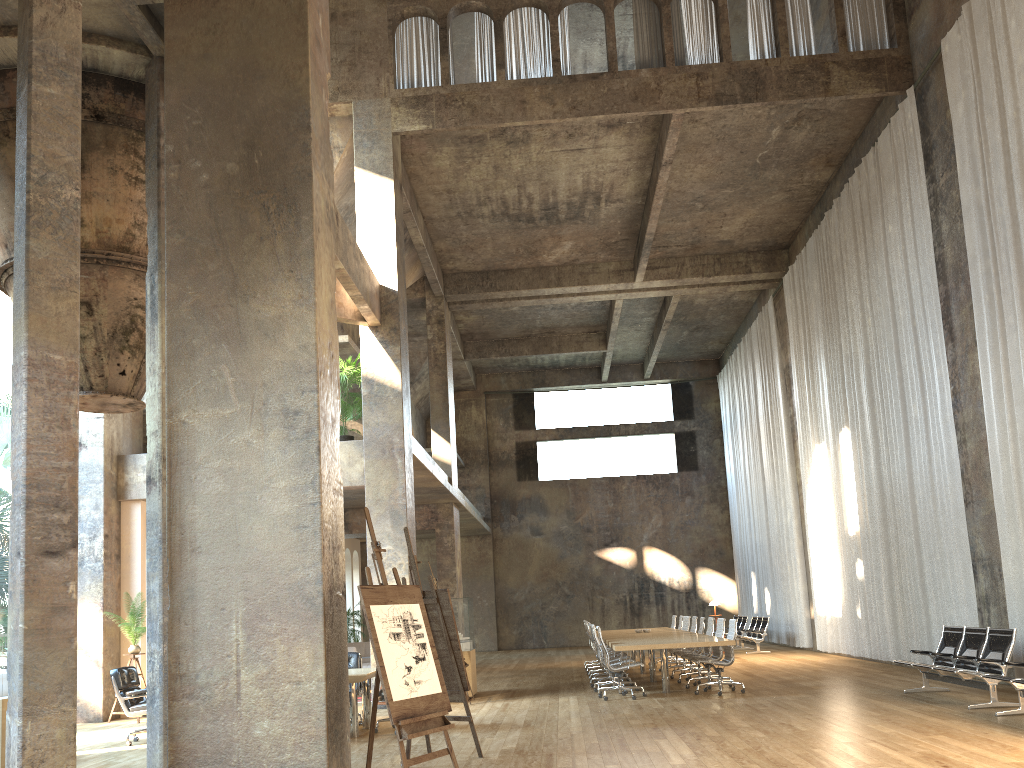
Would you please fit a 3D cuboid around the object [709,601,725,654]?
[{"bbox_3d":[4.531,5.552,19.853,0.576,1.272,0.664,-9,-10,35],"label":"object"}]

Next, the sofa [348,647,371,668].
[{"bbox_3d":[-3.705,5.634,17.406,2.064,0.707,2.994,-4,-14,3],"label":"sofa"}]

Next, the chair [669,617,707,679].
[{"bbox_3d":[3.050,4.554,15.174,0.700,1.005,0.678,-5,-10,11],"label":"chair"}]

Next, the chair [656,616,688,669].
[{"bbox_3d":[3.193,5.228,17.822,0.700,1.005,0.678,-5,-10,11],"label":"chair"}]

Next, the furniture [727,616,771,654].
[{"bbox_3d":[5.776,6.134,21.521,0.708,0.824,1.913,-3,-13,2],"label":"furniture"}]

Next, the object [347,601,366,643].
[{"bbox_3d":[-4.282,6.558,23.040,1.403,1.777,1.383,-5,-10,8],"label":"object"}]

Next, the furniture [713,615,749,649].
[{"bbox_3d":[5.911,6.736,23.889,0.708,0.824,1.913,-3,-13,2],"label":"furniture"}]

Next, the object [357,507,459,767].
[{"bbox_3d":[-0.793,1.900,6.157,0.689,2.105,0.709,-7,-9,28],"label":"object"}]

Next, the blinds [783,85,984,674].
[{"bbox_3d":[6.359,0.752,16.267,0.275,8.473,7.994,-3,-11,3],"label":"blinds"}]

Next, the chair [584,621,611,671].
[{"bbox_3d":[1.801,5.301,17.822,0.699,1.005,0.678,-4,-9,6],"label":"chair"}]

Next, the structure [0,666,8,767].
[{"bbox_3d":[-5.233,3.357,8.806,0.735,0.995,0.759,-4,-10,3],"label":"structure"}]

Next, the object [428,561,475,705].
[{"bbox_3d":[-0.963,3.694,13.096,0.685,2.105,0.714,-3,-8,2],"label":"object"}]

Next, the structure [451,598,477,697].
[{"bbox_3d":[-0.919,4.185,13.949,0.594,1.517,0.757,-3,-9,3],"label":"structure"}]

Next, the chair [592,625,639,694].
[{"bbox_3d":[1.550,4.170,13.372,0.700,1.005,0.678,-5,-10,11],"label":"chair"}]

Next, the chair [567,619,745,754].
[{"bbox_3d":[0.068,4.064,12.633,12.954,1.011,32.207,-4,-14,2],"label":"chair"}]

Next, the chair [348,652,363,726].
[{"bbox_3d":[-2.217,3.821,10.986,0.729,0.875,0.839,-2,-11,-3],"label":"chair"}]

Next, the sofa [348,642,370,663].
[{"bbox_3d":[-3.467,6.695,21.575,2.068,0.707,1.095,-4,-12,2],"label":"sofa"}]

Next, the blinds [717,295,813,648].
[{"bbox_3d":[6.852,2.938,24.868,0.275,8.473,7.996,-3,-11,1],"label":"blinds"}]

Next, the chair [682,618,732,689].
[{"bbox_3d":[2.951,4.096,13.371,0.699,1.005,0.678,-4,-9,6],"label":"chair"}]

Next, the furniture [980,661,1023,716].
[{"bbox_3d":[5.056,2.698,8.016,0.708,0.824,1.913,-3,-13,2],"label":"furniture"}]

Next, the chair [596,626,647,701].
[{"bbox_3d":[1.537,3.949,12.513,0.700,1.005,0.678,-4,-9,8],"label":"chair"}]

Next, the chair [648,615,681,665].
[{"bbox_3d":[3.213,5.448,18.681,0.700,1.005,0.678,-4,-9,8],"label":"chair"}]

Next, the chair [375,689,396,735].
[{"bbox_3d":[-1.209,3.568,10.207,0.820,0.875,0.746,-3,-10,-1],"label":"chair"}]

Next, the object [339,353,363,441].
[{"bbox_3d":[-2.716,0.240,14.586,1.403,1.774,1.383,-5,-10,8],"label":"object"}]

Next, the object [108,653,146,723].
[{"bbox_3d":[-5.469,4.409,12.761,0.660,0.953,0.581,3,-11,-33],"label":"object"}]

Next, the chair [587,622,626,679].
[{"bbox_3d":[1.702,4.843,16.020,0.700,1.005,0.678,-5,-10,11],"label":"chair"}]

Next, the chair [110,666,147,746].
[{"bbox_3d":[-4.243,3.771,10.375,0.820,0.875,0.746,-3,-10,-3],"label":"chair"}]

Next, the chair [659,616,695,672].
[{"bbox_3d":[3.144,5.012,16.973,0.699,1.005,0.679,-3,-9,2],"label":"chair"}]

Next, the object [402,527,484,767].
[{"bbox_3d":[-0.790,2.383,8.036,0.708,2.105,0.691,-8,-9,34],"label":"object"}]

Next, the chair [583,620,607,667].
[{"bbox_3d":[1.857,5.540,18.763,0.700,1.005,0.678,-4,-9,8],"label":"chair"}]

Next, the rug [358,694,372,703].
[{"bbox_3d":[-3.238,5.215,14.480,2.463,0.009,1.376,-4,-14,3],"label":"rug"}]

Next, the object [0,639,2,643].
[{"bbox_3d":[-5.047,2.161,7.823,0.859,0.922,0.702,-4,-10,5],"label":"object"}]

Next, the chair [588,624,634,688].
[{"bbox_3d":[1.591,4.386,14.222,0.699,1.005,0.679,-3,-9,2],"label":"chair"}]

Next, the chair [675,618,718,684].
[{"bbox_3d":[3.001,4.327,14.282,0.700,1.005,0.678,-4,-9,8],"label":"chair"}]

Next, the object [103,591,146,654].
[{"bbox_3d":[-5.580,3.488,12.872,0.687,0.921,0.878,-2,-11,-6],"label":"object"}]

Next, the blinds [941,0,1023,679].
[{"bbox_3d":[5.867,-1.428,7.693,0.275,8.473,7.994,-3,-11,3],"label":"blinds"}]

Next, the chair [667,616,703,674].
[{"bbox_3d":[3.102,4.776,16.047,0.700,1.005,0.678,-4,-9,8],"label":"chair"}]

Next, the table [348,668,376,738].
[{"bbox_3d":[-2.753,3.764,10.285,2.410,0.686,1.129,-4,-12,3],"label":"table"}]

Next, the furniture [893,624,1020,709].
[{"bbox_3d":[5.192,3.300,10.384,0.708,0.824,1.913,-3,-13,2],"label":"furniture"}]

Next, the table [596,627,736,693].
[{"bbox_3d":[2.416,4.806,15.511,1.601,0.743,7.886,-4,-14,2],"label":"table"}]

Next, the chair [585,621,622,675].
[{"bbox_3d":[1.751,5.070,16.912,0.700,1.005,0.678,-4,-9,8],"label":"chair"}]

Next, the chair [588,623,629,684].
[{"bbox_3d":[1.649,4.621,15.147,0.700,1.005,0.678,-4,-9,8],"label":"chair"}]

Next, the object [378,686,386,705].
[{"bbox_3d":[-1.688,3.934,12.290,0.571,1.272,0.671,-3,-9,3],"label":"object"}]
